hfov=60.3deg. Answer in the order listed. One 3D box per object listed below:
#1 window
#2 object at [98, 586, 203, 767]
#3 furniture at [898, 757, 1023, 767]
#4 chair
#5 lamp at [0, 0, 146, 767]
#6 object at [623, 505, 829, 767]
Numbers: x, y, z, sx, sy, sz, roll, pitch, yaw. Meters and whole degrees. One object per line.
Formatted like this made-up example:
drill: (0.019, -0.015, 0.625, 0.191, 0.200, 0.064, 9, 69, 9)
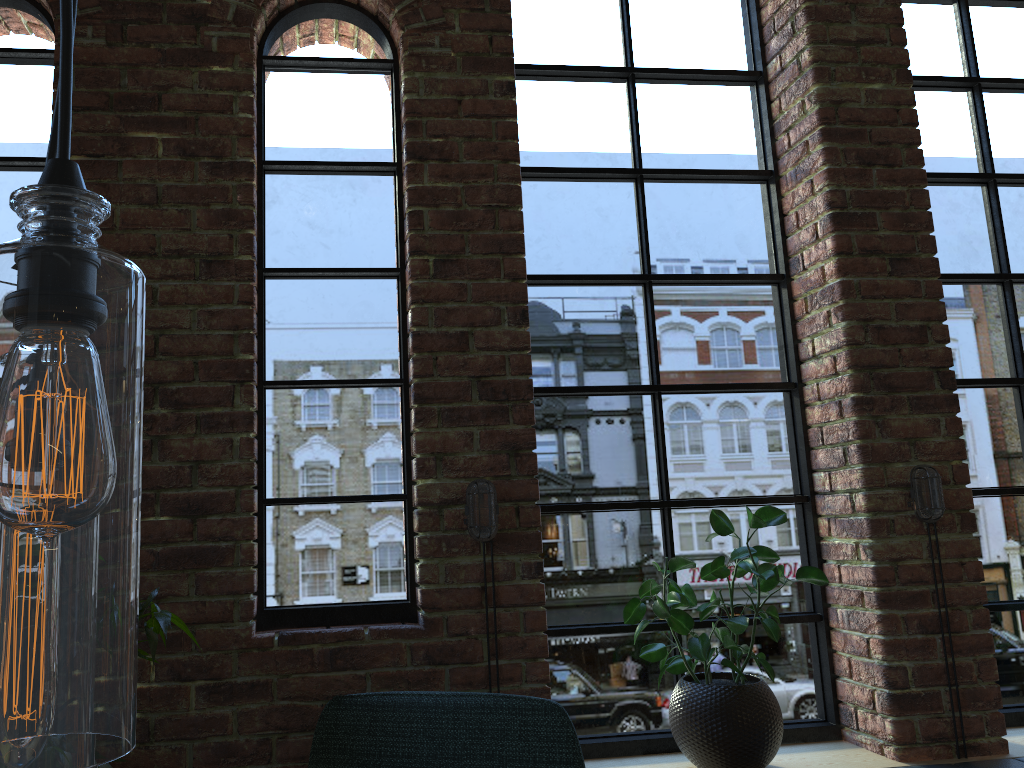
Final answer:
window: (0.302, -0.298, 1.692, 8.130, 2.442, 3.587, 6, -12, -43)
object: (-1.019, 1.003, 1.578, 0.823, 1.536, 0.752, 3, -12, -31)
furniture: (1.606, 1.258, 1.583, 2.577, 0.826, 1.377, -1, -9, -9)
chair: (-0.208, 1.171, 1.464, 0.826, 1.103, 1.003, -5, -10, 13)
lamp: (-0.376, -0.724, 0.451, 0.295, 2.130, 0.489, -6, -10, 13)
object: (0.571, 0.659, 2.331, 0.524, 0.666, 0.375, -5, -10, 14)
